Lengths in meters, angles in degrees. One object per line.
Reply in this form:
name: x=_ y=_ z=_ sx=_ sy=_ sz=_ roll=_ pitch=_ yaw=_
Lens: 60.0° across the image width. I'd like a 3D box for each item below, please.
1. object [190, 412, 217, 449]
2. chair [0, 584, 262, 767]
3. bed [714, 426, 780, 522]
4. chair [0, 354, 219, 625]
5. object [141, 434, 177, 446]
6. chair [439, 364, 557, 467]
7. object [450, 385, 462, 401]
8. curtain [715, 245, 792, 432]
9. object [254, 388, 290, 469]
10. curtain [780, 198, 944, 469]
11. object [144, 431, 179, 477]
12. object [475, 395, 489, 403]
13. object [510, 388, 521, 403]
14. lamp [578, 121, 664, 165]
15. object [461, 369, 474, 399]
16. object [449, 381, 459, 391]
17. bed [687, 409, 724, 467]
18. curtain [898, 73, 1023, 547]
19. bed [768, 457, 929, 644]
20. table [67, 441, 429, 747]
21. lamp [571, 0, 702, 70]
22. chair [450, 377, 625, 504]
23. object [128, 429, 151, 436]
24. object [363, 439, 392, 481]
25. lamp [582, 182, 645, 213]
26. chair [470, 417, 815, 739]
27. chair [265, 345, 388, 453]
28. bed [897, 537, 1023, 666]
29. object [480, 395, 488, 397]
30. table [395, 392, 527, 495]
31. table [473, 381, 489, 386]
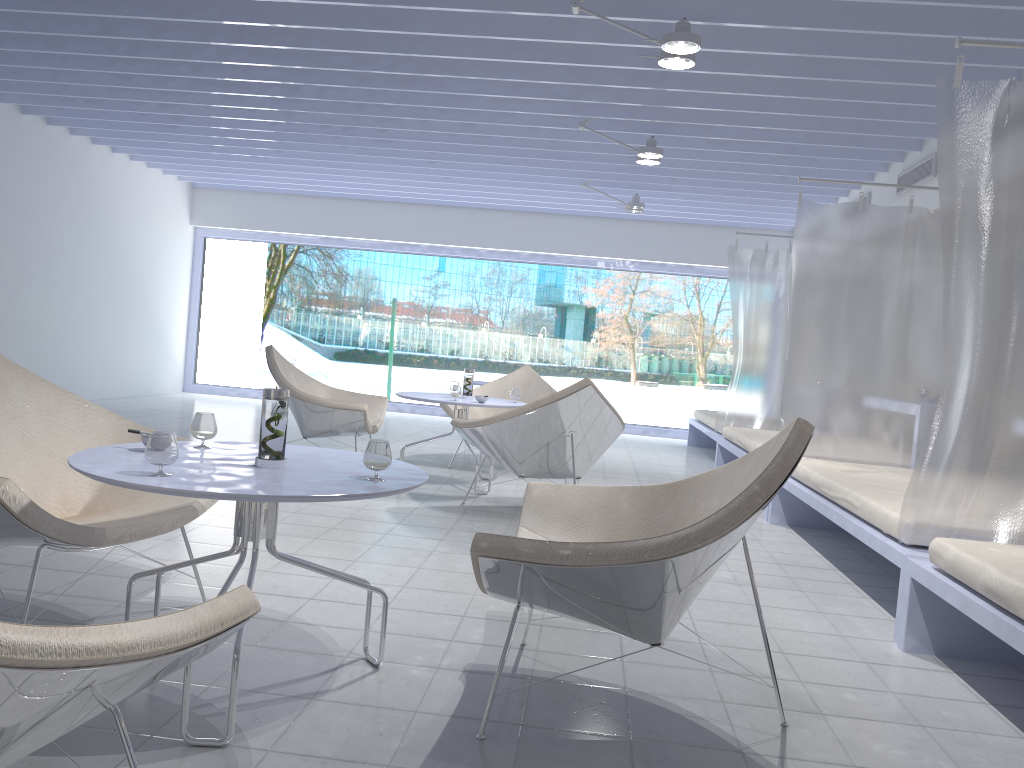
object: x=-0.811 y=0.122 z=2.333 sx=0.068 sy=0.091 sz=0.068 roll=5 pitch=2 yaw=-5
chair: x=-0.915 y=0.359 z=1.149 sx=0.906 sy=0.759 sz=0.753 roll=6 pitch=2 yaw=20
bed: x=2.579 y=0.639 z=6.119 sx=2.016 sy=0.427 sz=2.200 roll=5 pitch=2 yaw=5
chair: x=-1.342 y=0.268 z=2.538 sx=0.753 sy=0.759 sz=0.906 roll=6 pitch=2 yaw=23
object: x=-0.873 y=0.146 z=2.191 sx=0.082 sy=0.043 sz=0.082 roll=5 pitch=2 yaw=7
chair: x=-0.001 y=0.233 z=6.444 sx=0.906 sy=0.759 sz=0.753 roll=6 pitch=2 yaw=15
object: x=-0.328 y=0.053 z=5.174 sx=0.068 sy=0.091 sz=0.068 roll=6 pitch=3 yaw=33
curtain: x=2.708 y=-0.289 z=7.193 sx=2.050 sy=1.552 sz=0.151 roll=5 pitch=2 yaw=5
object: x=-0.568 y=0.105 z=2.112 sx=0.075 sy=0.185 sz=0.075 roll=4 pitch=3 yaw=-32
curtain: x=2.545 y=-0.196 z=4.982 sx=1.998 sy=1.559 sz=0.125 roll=5 pitch=2 yaw=4
object: x=-0.736 y=0.146 z=1.864 sx=0.068 sy=0.091 sz=0.068 roll=5 pitch=2 yaw=-5
object: x=-0.177 y=0.090 z=5.204 sx=0.082 sy=0.043 sz=0.082 roll=4 pitch=2 yaw=-27
object: x=0.023 y=0.071 z=5.496 sx=0.068 sy=0.091 sz=0.068 roll=5 pitch=2 yaw=-3
lamp: x=0.740 y=-1.663 z=6.072 sx=0.587 sy=0.218 sz=0.380 roll=5 pitch=2 yaw=5
object: x=-0.271 y=-0.003 z=5.494 sx=0.075 sy=0.189 sz=0.075 roll=5 pitch=2 yaw=-3
object: x=-0.372 y=0.027 z=5.743 sx=0.068 sy=0.091 sz=0.068 roll=6 pitch=3 yaw=27
bed: x=2.795 y=0.574 z=8.317 sx=2.022 sy=0.422 sz=2.200 roll=5 pitch=2 yaw=5
curtain: x=2.308 y=-0.152 z=2.796 sx=2.050 sy=1.552 sz=0.151 roll=5 pitch=2 yaw=5
bed: x=2.395 y=0.711 z=3.922 sx=2.022 sy=0.422 sz=2.200 roll=5 pitch=2 yaw=5
table: x=-0.636 y=0.458 z=2.151 sx=0.825 sy=0.534 sz=0.823 roll=4 pitch=2 yaw=-18
lamp: x=0.550 y=-1.599 z=3.991 sx=0.587 sy=0.218 sz=0.380 roll=5 pitch=2 yaw=5
chair: x=0.202 y=0.320 z=4.668 sx=0.906 sy=0.759 sz=0.753 roll=4 pitch=2 yaw=-25
object: x=-0.902 y=0.123 z=2.197 sx=0.098 sy=0.016 sz=0.012 roll=5 pitch=2 yaw=5
object: x=-0.313 y=0.176 z=2.059 sx=0.068 sy=0.091 sz=0.068 roll=5 pitch=2 yaw=-5
lamp: x=0.931 y=-1.728 z=8.172 sx=0.587 sy=0.218 sz=0.380 roll=5 pitch=2 yaw=5
chair: x=0.343 y=0.427 z=2.223 sx=0.753 sy=0.759 sz=0.906 roll=5 pitch=2 yaw=9
chair: x=-1.223 y=0.159 z=5.607 sx=0.753 sy=0.759 sz=0.906 roll=5 pitch=2 yaw=0
bed: x=2.179 y=0.775 z=1.723 sx=2.016 sy=0.427 sz=2.200 roll=5 pitch=2 yaw=5
object: x=-0.165 y=0.072 z=5.173 sx=0.012 sy=0.016 sz=0.098 roll=4 pitch=3 yaw=-29
table: x=-0.330 y=0.355 z=5.487 sx=0.825 sy=0.534 sz=0.823 roll=5 pitch=2 yaw=-4
table: x=-0.066 y=0.273 z=8.197 sx=0.823 sy=0.534 sz=0.825 roll=3 pitch=3 yaw=-38
